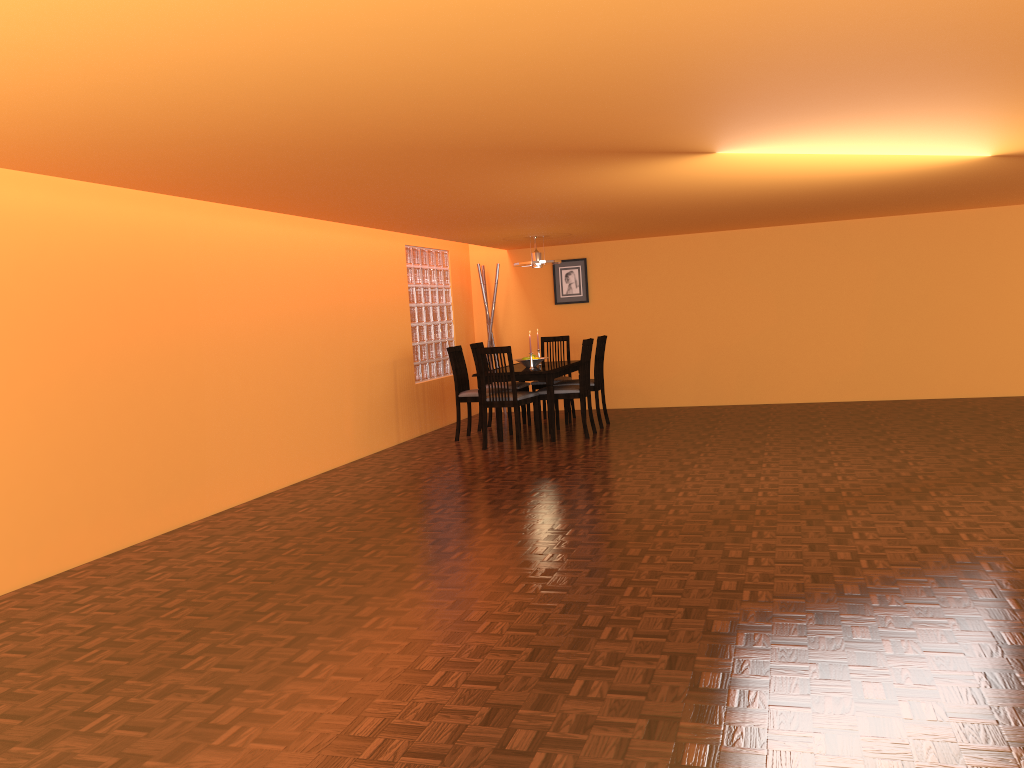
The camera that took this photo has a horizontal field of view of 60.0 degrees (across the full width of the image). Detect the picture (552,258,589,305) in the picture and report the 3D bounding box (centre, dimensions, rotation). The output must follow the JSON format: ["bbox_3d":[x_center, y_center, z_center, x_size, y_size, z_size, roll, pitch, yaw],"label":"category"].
[{"bbox_3d":[0.604,-1.056,9.146,0.361,0.456,0.014,-2,5,17],"label":"picture"}]

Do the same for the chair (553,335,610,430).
[{"bbox_3d":[0.625,-0.015,7.887,0.465,0.809,0.373,-2,5,17],"label":"chair"}]

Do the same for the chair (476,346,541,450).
[{"bbox_3d":[-0.039,0.096,7.034,0.373,0.809,0.465,-2,5,22],"label":"chair"}]

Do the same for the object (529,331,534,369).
[{"bbox_3d":[0.155,-0.288,7.378,0.044,0.326,0.044,-3,5,6],"label":"object"}]

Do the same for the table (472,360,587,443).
[{"bbox_3d":[0.209,0.139,7.722,0.697,0.584,1.259,-2,5,17],"label":"table"}]

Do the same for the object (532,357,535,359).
[{"bbox_3d":[0.175,-0.211,7.564,0.046,0.046,0.055,-4,5,0],"label":"object"}]

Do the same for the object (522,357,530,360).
[{"bbox_3d":[0.125,-0.194,7.643,0.089,0.076,0.087,-2,5,24],"label":"object"}]

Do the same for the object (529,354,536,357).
[{"bbox_3d":[0.179,-0.225,7.728,0.069,0.066,0.069,-1,5,27],"label":"object"}]

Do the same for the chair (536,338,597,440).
[{"bbox_3d":[0.454,0.040,7.339,0.465,0.809,0.373,-2,5,17],"label":"chair"}]

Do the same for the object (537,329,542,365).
[{"bbox_3d":[0.235,-0.336,7.919,0.044,0.326,0.044,-3,5,6],"label":"object"}]

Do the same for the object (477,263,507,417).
[{"bbox_3d":[-0.209,-0.452,9.195,0.308,1.589,0.226,0,6,39],"label":"object"}]

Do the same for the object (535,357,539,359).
[{"bbox_3d":[0.211,-0.205,7.601,0.055,0.046,0.046,-5,5,-19],"label":"object"}]

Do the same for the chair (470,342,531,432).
[{"bbox_3d":[-0.105,0.015,8.118,0.465,0.809,0.373,-2,5,17],"label":"chair"}]

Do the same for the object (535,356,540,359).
[{"bbox_3d":[0.222,-0.209,7.662,0.055,0.070,0.066,-4,5,-1],"label":"object"}]

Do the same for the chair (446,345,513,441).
[{"bbox_3d":[-0.275,0.069,7.570,0.465,0.809,0.373,-2,5,17],"label":"chair"}]

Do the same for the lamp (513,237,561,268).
[{"bbox_3d":[0.218,-1.178,7.924,0.435,0.274,0.435,0,6,40],"label":"lamp"}]

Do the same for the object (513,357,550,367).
[{"bbox_3d":[0.163,-0.183,7.661,0.337,0.072,0.337,-5,5,-16],"label":"object"}]

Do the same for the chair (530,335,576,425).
[{"bbox_3d":[0.400,-0.043,8.422,0.373,0.809,0.465,-3,5,12],"label":"chair"}]
